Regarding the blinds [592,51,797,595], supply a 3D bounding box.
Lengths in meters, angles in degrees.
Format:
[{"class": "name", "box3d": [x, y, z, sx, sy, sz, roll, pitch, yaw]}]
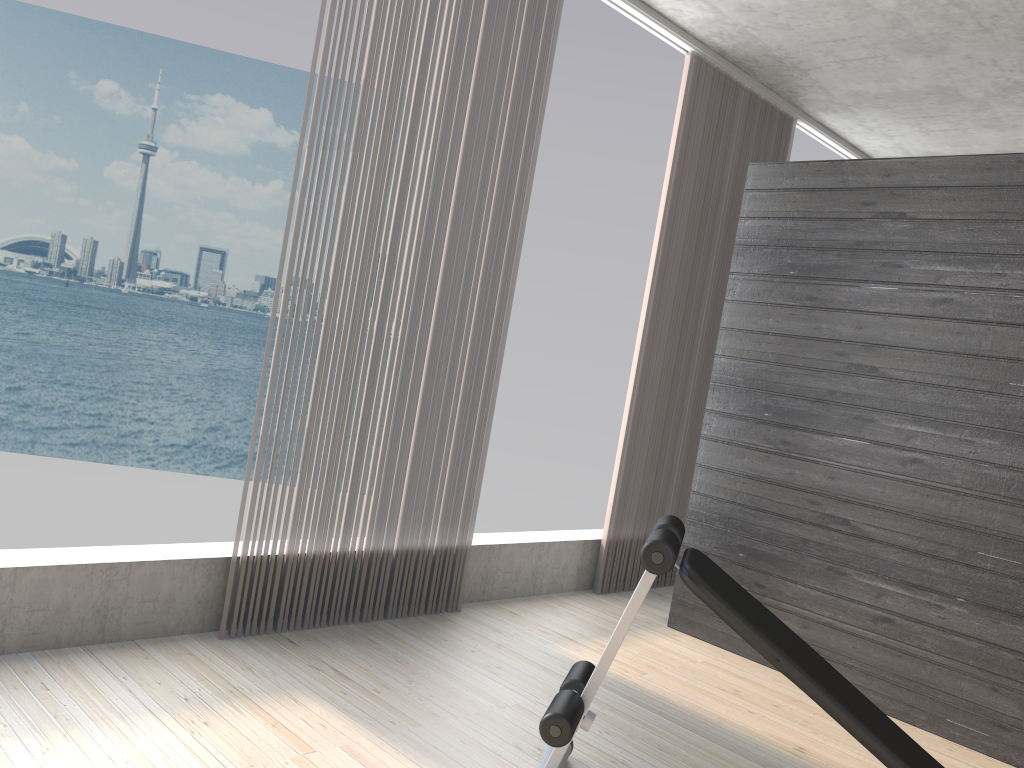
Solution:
[{"class": "blinds", "box3d": [1.029, -0.248, 4.811, 0.069, 2.744, 1.133, 11, 2, 44]}]

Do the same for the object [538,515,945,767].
[{"class": "object", "box3d": [0.740, 0.799, 2.141, 1.312, 0.746, 0.505, 10, 2, 14]}]

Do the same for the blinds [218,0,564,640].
[{"class": "blinds", "box3d": [-0.382, -0.442, 3.359, 0.069, 2.744, 1.133, 11, 2, 44]}]
